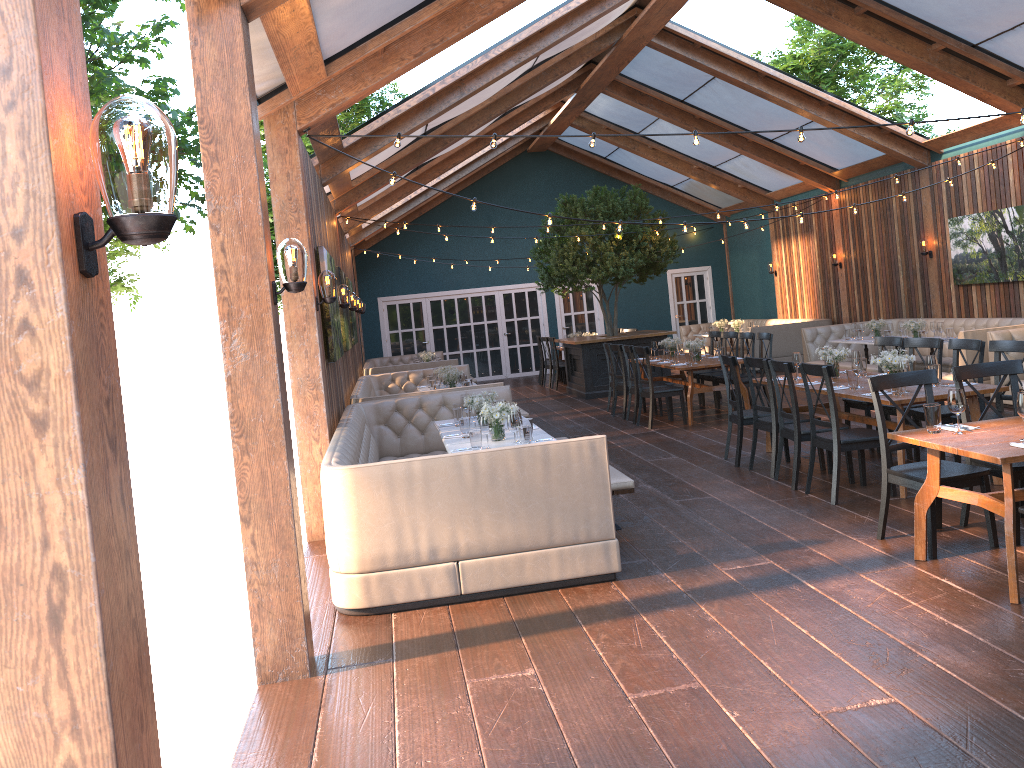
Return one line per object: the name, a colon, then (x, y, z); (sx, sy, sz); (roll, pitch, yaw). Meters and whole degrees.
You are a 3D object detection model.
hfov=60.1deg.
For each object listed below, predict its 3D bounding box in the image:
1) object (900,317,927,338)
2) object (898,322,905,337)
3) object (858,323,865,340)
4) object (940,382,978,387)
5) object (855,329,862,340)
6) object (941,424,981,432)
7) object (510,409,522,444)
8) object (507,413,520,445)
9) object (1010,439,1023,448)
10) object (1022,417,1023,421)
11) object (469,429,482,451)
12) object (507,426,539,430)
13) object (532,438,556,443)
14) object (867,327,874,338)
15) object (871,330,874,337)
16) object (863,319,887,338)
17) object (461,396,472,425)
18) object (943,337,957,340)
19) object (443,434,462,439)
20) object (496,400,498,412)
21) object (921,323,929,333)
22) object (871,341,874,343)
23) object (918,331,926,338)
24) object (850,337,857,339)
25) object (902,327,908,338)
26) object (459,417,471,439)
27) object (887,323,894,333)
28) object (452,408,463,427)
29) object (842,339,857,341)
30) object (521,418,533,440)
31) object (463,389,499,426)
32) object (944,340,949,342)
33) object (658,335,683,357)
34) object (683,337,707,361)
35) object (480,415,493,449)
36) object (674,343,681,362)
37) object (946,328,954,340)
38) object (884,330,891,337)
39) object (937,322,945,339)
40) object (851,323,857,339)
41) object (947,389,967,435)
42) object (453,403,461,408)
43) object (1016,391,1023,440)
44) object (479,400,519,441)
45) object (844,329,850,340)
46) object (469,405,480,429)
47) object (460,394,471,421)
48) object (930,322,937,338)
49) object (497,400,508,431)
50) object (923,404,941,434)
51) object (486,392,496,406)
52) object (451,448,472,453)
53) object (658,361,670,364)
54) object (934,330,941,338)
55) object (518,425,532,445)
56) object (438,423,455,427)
object: (5.511, -0.749, 12.103); (0.336, 0.309, 0.330); (-5, 3, 9)
object: (5.557, -0.766, 12.621); (0.092, 0.244, 0.092); (-4, 2, 40)
object: (5.232, -0.786, 13.234); (0.092, 0.244, 0.092); (-4, 2, 40)
object: (3.419, 0.003, 6.788); (0.255, 0.019, 0.158); (-6, 5, -8)
object: (5.159, -0.729, 13.158); (0.092, 0.158, 0.092); (-6, 2, -22)
object: (2.532, 0.244, 5.008); (0.157, 0.019, 0.255); (-6, 5, -8)
object: (0.033, 0.309, 6.492); (0.092, 0.244, 0.092); (-5, 2, 34)
object: (0.016, 0.331, 6.257); (0.092, 0.244, 0.092); (-5, 2, 34)
object: (2.572, 0.295, 4.361); (0.157, 0.019, 0.255); (-6, 5, -8)
object: (2.936, 0.132, 5.029); (0.091, 0.158, 0.092); (-5, 2, 18)
object: (-0.252, 0.404, 6.218); (0.092, 0.158, 0.092); (-6, 2, -22)
object: (0.085, 0.360, 7.163); (0.255, 0.019, 0.158); (-6, 5, -8)
object: (0.193, 0.413, 6.421); (0.255, 0.019, 0.158); (-6, 5, -8)
object: (5.442, -0.822, 13.413); (0.092, 0.244, 0.092); (-4, 2, 40)
object: (5.524, -0.794, 13.491); (0.092, 0.158, 0.092); (-6, 2, -22)
object: (5.373, -0.817, 13.053); (0.336, 0.309, 0.330); (-5, 3, 4)
object: (-0.399, 0.236, 7.848); (0.092, 0.244, 0.092); (-4, 2, 40)
object: (5.824, -0.609, 11.806); (0.255, 0.019, 0.158); (-6, 5, -8)
object: (-0.433, 0.412, 7.157); (0.255, 0.019, 0.158); (-6, 5, -8)
object: (-0.108, 0.228, 8.105); (0.092, 0.158, 0.092); (-6, 2, -22)
object: (5.452, -0.674, 11.679); (0.092, 0.244, 0.092); (-6, 2, -5)
object: (5.198, -0.610, 12.543); (0.255, 0.019, 0.158); (-6, 5, -8)
object: (5.379, -0.618, 11.603); (0.092, 0.158, 0.092); (-6, 2, -22)
object: (5.294, -0.713, 13.626); (0.157, 0.019, 0.255); (-6, 5, -8)
object: (5.638, -0.737, 12.698); (0.092, 0.158, 0.092); (-6, 2, -22)
object: (-0.369, 0.348, 7.005); (0.092, 0.158, 0.092); (-6, 2, -22)
object: (5.335, -0.730, 12.467); (0.092, 0.244, 0.092); (-4, 2, 40)
object: (-0.472, 0.293, 7.772); (0.092, 0.158, 0.092); (-6, 2, -22)
object: (5.095, -0.666, 13.309); (0.255, 0.019, 0.158); (-6, 5, -8)
object: (0.115, 0.338, 6.570); (0.092, 0.158, 0.092); (-6, 2, -22)
object: (-0.266, 0.206, 7.664); (0.328, 0.309, 0.337); (-5, 3, 14)
object: (5.586, -0.559, 11.496); (0.157, 0.019, 0.255); (-6, 5, -8)
object: (2.275, -0.531, 12.623); (0.336, 0.309, 0.329); (-6, 3, -12)
object: (2.397, -0.453, 11.581); (0.328, 0.309, 0.338); (-4, 4, 29)
object: (-0.179, 0.347, 6.294); (0.092, 0.244, 0.092); (-5, 2, 34)
object: (2.197, -0.414, 11.735); (0.092, 0.244, 0.092); (-6, 2, -5)
object: (5.729, -0.649, 11.566); (0.091, 0.158, 0.092); (-5, 2, 28)
object: (5.262, -0.674, 12.391); (0.092, 0.158, 0.092); (-6, 2, -22)
object: (5.648, -0.691, 11.643); (0.092, 0.244, 0.092); (-4, 2, 40)
object: (5.210, -0.805, 13.475); (0.092, 0.244, 0.092); (-4, 2, 40)
object: (2.446, 0.152, 4.858); (0.092, 0.244, 0.092); (-5, 2, 34)
object: (-0.494, 0.261, 8.168); (0.092, 0.158, 0.092); (-6, 2, -22)
object: (2.629, 0.164, 4.512); (0.092, 0.244, 0.092); (-5, 2, 34)
object: (-0.110, 0.271, 6.724); (0.330, 0.309, 0.336); (-8, 4, -34)
object: (5.137, -0.761, 13.553); (0.092, 0.158, 0.092); (-6, 2, -22)
object: (-0.296, 0.291, 7.082); (0.092, 0.244, 0.092); (-5, 2, 34)
object: (-0.421, 0.217, 8.089); (0.092, 0.244, 0.092); (-4, 2, 40)
object: (5.664, -0.713, 11.878); (0.092, 0.244, 0.092); (-4, 2, 40)
object: (-0.074, 0.256, 7.235); (0.092, 0.244, 0.092); (-5, 2, 34)
object: (2.358, 0.196, 4.955); (0.091, 0.158, 0.092); (-5, 2, 18)
object: (-0.189, 0.200, 8.027); (0.092, 0.244, 0.092); (-4, 2, 40)
object: (-0.316, 0.468, 6.369); (0.255, 0.019, 0.158); (-6, 5, -8)
object: (2.068, -0.294, 11.804); (0.255, 0.019, 0.158); (-6, 5, -8)
object: (5.746, -0.684, 11.956); (0.092, 0.158, 0.092); (-6, 2, -22)
object: (0.097, 0.373, 6.180); (0.092, 0.158, 0.092); (-6, 2, -22)
object: (-0.536, 0.356, 7.924); (0.255, 0.019, 0.158); (-6, 5, -8)
